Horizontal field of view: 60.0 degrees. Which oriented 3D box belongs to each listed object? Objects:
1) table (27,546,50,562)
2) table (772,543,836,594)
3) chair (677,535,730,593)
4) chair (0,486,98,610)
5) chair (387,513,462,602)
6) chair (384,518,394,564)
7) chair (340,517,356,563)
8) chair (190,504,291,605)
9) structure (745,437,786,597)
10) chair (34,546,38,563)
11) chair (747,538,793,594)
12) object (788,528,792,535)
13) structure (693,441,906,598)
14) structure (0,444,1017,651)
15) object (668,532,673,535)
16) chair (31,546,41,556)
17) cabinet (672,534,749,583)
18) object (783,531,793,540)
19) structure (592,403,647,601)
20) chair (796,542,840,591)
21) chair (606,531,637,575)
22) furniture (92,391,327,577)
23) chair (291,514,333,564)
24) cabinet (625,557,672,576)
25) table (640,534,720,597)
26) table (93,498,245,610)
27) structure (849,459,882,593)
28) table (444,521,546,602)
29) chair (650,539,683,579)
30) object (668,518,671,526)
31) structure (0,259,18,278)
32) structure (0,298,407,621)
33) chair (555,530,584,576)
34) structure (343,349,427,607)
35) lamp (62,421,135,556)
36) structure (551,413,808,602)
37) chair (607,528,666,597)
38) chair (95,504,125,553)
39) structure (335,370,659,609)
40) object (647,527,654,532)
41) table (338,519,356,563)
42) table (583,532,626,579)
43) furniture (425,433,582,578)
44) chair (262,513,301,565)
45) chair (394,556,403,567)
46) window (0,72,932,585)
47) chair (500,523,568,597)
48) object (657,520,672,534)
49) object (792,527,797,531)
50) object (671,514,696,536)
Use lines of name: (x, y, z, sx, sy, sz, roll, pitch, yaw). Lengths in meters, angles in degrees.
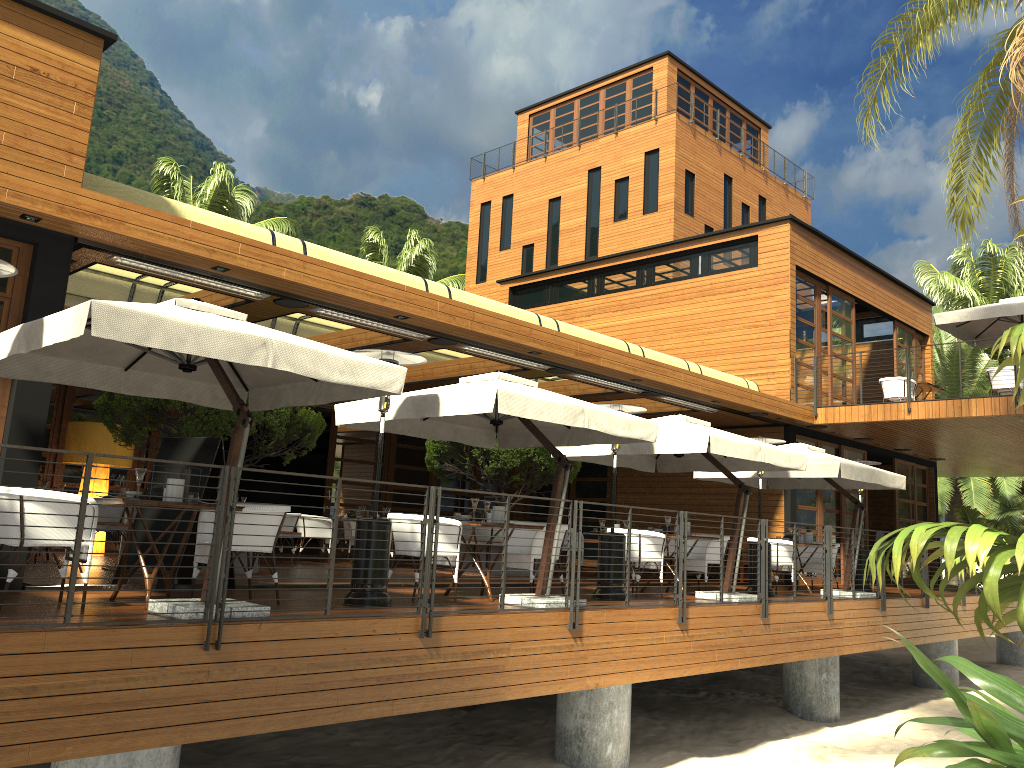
table: (-6.053, 1.854, 11.243, 1.166, 0.752, 1.162, 1, -10, 13)
table: (4.368, 2.839, 13.718, 0.930, 0.752, 0.929, -7, -14, 44)
chair: (2.585, 2.421, 11.922, 0.627, 0.791, 0.615, -7, -14, 45)
chair: (-3.252, 1.113, 6.050, 0.627, 0.791, 0.615, -7, -14, 45)
chair: (-0.876, 1.648, 8.455, 0.627, 0.791, 0.615, -7, -14, 45)
chair: (-2.199, 2.592, 14.488, 0.627, 0.791, 0.615, 8, -11, -24)
chair: (-2.786, 2.818, 16.025, 0.627, 0.791, 0.615, 8, -11, -24)
chair: (-2.158, 1.353, 7.122, 0.627, 0.791, 0.615, -7, -14, 45)
structure: (3.459, 1.824, 12.364, 0.699, 2.200, 0.697, -3, -12, 32)
chair: (-5.883, 1.714, 10.467, 0.627, 0.791, 0.615, 6, -11, -14)
chair: (3.858, 2.713, 13.246, 0.627, 0.791, 0.615, -7, -14, 45)
object: (4.431, 2.409, 14.112, 0.082, 0.228, 0.082, -7, -15, 44)
structure: (4.480, 2.061, 13.823, 2.411, 2.341, 2.408, -7, -14, 44)
structure: (3.575, 2.338, 11.241, 0.163, 1.157, 26.209, -7, -14, 44)
object: (2.079, 1.958, 11.622, 0.080, 0.042, 0.080, 2, -10, 6)
chair: (-6.191, 1.968, 12.078, 0.627, 0.791, 0.615, 6, -11, -14)
cabinet: (3.866, 3.331, 17.033, 1.609, 0.841, 0.556, -6, -14, 44)
object: (4.330, 2.395, 13.903, 0.167, 0.179, 0.163, 13, -14, -43)
structure: (1.146, 1.304, 10.022, 0.699, 2.200, 0.697, -3, -12, 32)
chair: (4.951, 2.953, 14.318, 0.627, 0.791, 0.615, -7, -14, 45)
chair: (1.847, 2.868, 14.816, 0.627, 0.791, 0.614, 3, -10, 0)
furniture: (-3.827, 0.966, 11.081, 2.569, 2.732, 2.710, 1, -10, 9)
chair: (-3.379, 2.595, 14.887, 0.616, 0.791, 0.626, 8, -11, -24)
cabinet: (2.699, 3.455, 18.150, 1.609, 0.841, 0.556, -6, -14, 44)
table: (2.016, 2.310, 11.338, 0.930, 0.752, 0.929, -7, -14, 44)
table: (-2.675, 1.254, 6.589, 0.930, 0.752, 0.929, -7, -14, 44)
structure: (5.778, 2.346, 14.711, 0.699, 2.200, 0.697, -3, -12, 32)
table: (-0.329, 1.782, 8.964, 0.930, 0.752, 0.929, -7, -14, 44)
chair: (2.758, 3.040, 15.543, 0.617, 0.791, 0.625, 3, -10, 0)
object: (2.066, 1.877, 11.718, 0.082, 0.228, 0.082, -7, -15, 44)
structure: (-3.515, 0.255, 5.304, 0.699, 2.200, 0.697, -3, -12, 32)
structure: (-2.537, 0.481, 6.720, 2.411, 2.341, 2.408, -7, -14, 44)
chair: (0.944, 2.962, 15.667, 0.617, 0.791, 0.625, 3, -10, 0)
structure: (-1.161, 0.785, 7.687, 0.699, 2.200, 0.697, -3, -12, 32)
lamp: (-6.371, 1.634, 13.505, 0.973, 2.017, 0.970, -2, -11, 24)
structure: (2.141, 1.534, 11.455, 2.411, 2.341, 2.408, -7, -14, 44)
chair: (1.491, 2.180, 10.851, 0.627, 0.791, 0.615, -7, -14, 45)
chair: (-5.197, 1.909, 11.403, 0.616, 0.791, 0.625, 6, -11, -14)
structure: (-0.198, 1.008, 9.088, 2.411, 2.341, 2.408, -7, -14, 44)
object: (1.777, 1.878, 11.376, 0.086, 0.086, 0.086, 12, -13, -40)
table: (-2.451, 2.728, 15.267, 1.166, 0.752, 1.162, -1, -11, 24)
table: (1.828, 3.030, 15.673, 1.164, 0.752, 1.164, 11, -13, -39)
furniture: (-0.187, 1.768, 14.666, 2.614, 2.732, 2.687, -4, -12, 34)
chair: (-3.627, 2.379, 13.689, 0.615, 0.791, 0.626, 11, -13, -39)
chair: (-1.690, 2.795, 15.529, 0.616, 0.791, 0.626, 8, -11, -24)
window: (2.378, -4.669, 21.849, 14.487, 18.024, 38.293, -1, -11, 21)
chair: (0.259, 1.897, 9.568, 0.627, 0.791, 0.615, -7, -14, 45)
object: (1.965, 1.863, 11.509, 0.167, 0.179, 0.163, 13, -14, -43)
object: (4.325, 2.313, 13.575, 0.082, 0.228, 0.082, -7, -15, 44)
object: (2.183, 1.799, 11.308, 0.263, 0.265, 0.262, 3, -10, -1)
